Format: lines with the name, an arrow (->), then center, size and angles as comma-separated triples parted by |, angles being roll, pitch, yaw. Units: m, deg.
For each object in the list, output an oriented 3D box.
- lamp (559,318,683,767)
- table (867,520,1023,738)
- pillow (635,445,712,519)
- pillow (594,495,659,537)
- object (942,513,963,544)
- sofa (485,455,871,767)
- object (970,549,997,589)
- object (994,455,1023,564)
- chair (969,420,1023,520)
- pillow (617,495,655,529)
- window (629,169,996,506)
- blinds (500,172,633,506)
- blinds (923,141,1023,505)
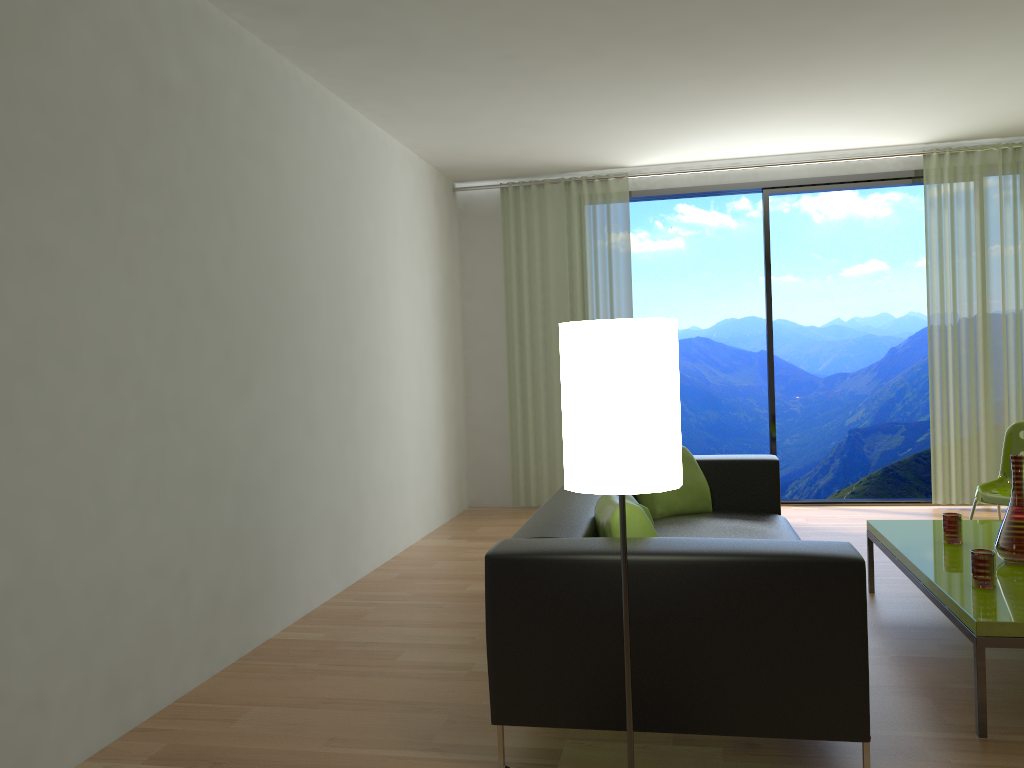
lamp -> 0.274, 0.472, 2.137 | 0.302, 1.244, 0.295 | -2, 1, 12
table -> 1.935, 0.836, 3.354 | 0.810, 0.349, 1.682 | -2, 1, 12
pillow -> 0.780, 0.501, 4.487 | 0.399, 0.362, 0.269 | -3, 1, -30
pillow -> 0.392, 0.552, 2.871 | 0.210, 0.403, 0.457 | -2, 1, -3
object -> 1.829, 0.601, 3.683 | 0.075, 0.122, 0.076 | -3, 2, -44
sofa -> 0.705, 0.732, 3.620 | 1.061, 0.639, 2.583 | -2, 1, 12
object -> 1.589, 0.624, 2.989 | 0.075, 0.122, 0.076 | -3, 2, -44
object -> 1.890, 0.466, 3.308 | 0.168, 0.400, 0.168 | -2, 1, -3
chair -> 2.677, 0.580, 4.506 | 0.546, 0.759, 0.640 | -3, 2, -40
pillow -> 0.458, 0.557, 3.260 | 0.164, 0.317, 0.380 | -2, 1, -5
window -> 2.209, -0.304, 6.823 | 3.336, 2.498, 0.219 | -2, 1, 12
blinds -> 0.449, -0.325, 6.953 | 1.012, 2.568, 0.067 | -2, 1, 12
blinds -> 3.504, -0.423, 6.327 | 1.012, 2.568, 0.067 | -2, 1, 12
